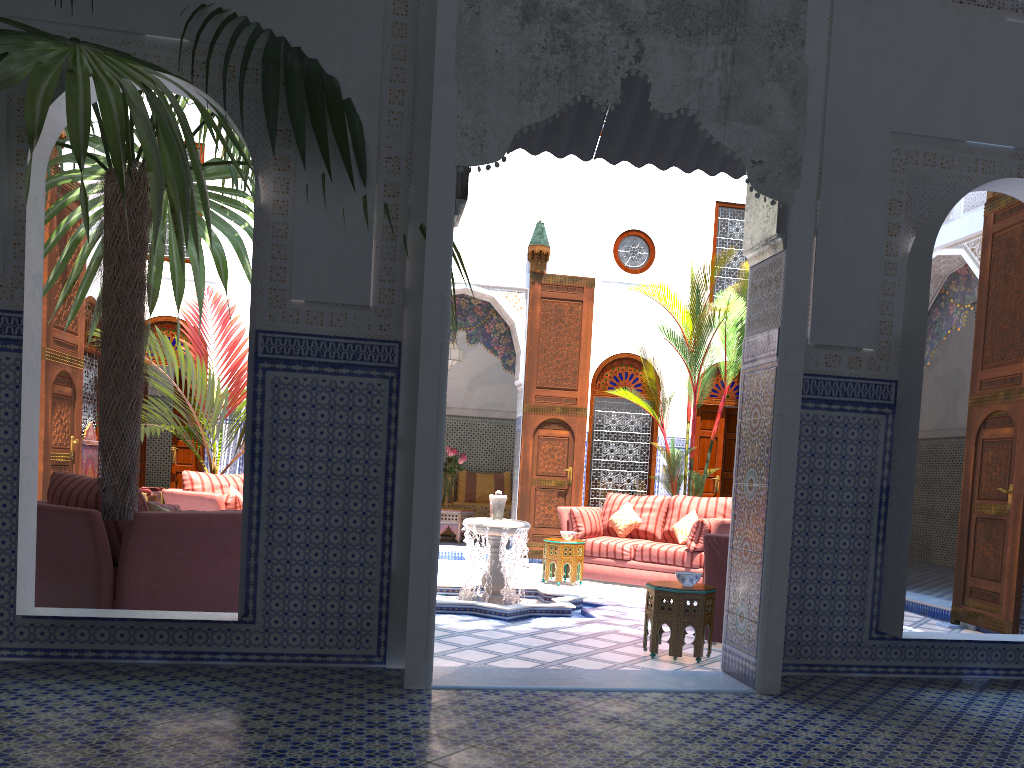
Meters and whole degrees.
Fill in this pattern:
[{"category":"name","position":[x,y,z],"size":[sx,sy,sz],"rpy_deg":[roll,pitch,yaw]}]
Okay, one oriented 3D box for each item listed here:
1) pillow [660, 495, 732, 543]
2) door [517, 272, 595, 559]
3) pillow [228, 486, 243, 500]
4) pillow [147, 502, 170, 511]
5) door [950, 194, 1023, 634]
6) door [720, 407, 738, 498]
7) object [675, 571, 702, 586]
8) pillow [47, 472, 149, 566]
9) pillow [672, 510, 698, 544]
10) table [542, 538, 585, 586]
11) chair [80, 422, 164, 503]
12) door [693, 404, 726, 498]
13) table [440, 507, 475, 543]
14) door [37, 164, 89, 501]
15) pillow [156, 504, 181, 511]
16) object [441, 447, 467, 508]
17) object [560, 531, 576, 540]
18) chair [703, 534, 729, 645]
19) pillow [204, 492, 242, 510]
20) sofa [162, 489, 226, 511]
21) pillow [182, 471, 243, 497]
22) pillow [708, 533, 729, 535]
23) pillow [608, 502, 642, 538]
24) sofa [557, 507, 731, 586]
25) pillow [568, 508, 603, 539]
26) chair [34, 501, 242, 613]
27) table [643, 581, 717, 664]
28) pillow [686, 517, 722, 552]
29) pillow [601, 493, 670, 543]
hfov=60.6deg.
[{"category":"pillow","position":[1.421,1.049,6.665],"size":[0.557,0.404,0.306],"rpy_deg":[1,-1,32]},{"category":"door","position":[0.369,0.317,7.685],"size":[0.584,2.534,0.122],"rpy_deg":[3,3,-9]},{"category":"pillow","position":[-1.868,0.832,5.976],"size":[0.133,0.275,0.303],"rpy_deg":[3,-2,-8]},{"category":"pillow","position":[-1.533,0.630,3.828],"size":[0.262,0.235,0.165],"rpy_deg":[4,-1,-32]},{"category":"door","position":[2.768,0.164,4.962],"size":[0.124,2.534,0.578],"rpy_deg":[3,3,-4]},{"category":"door","position":[2.048,0.955,8.155],"size":[0.285,1.474,0.024],"rpy_deg":[4,3,20]},{"category":"object","position":[0.779,0.864,3.874],"size":[0.118,0.057,0.118],"rpy_deg":[3,-4,3]},{"category":"pillow","position":[-1.713,0.568,3.657],"size":[0.579,0.381,0.302],"rpy_deg":[1,-2,36]},{"category":"pillow","position":[1.297,1.058,6.487],"size":[0.148,0.260,0.279],"rpy_deg":[3,-2,-10]},{"category":"table","position":[0.374,1.298,6.401],"size":[0.287,0.326,0.290],"rpy_deg":[2,-1,36]},{"category":"chair","position":[-2.829,0.833,6.348],"size":[0.504,1.088,0.482],"rpy_deg":[3,2,-9]},{"category":"door","position":[1.771,0.927,8.035],"size":[0.286,1.474,0.122],"rpy_deg":[3,3,-9]},{"category":"table","position":[-0.649,1.390,8.666],"size":[0.538,0.325,0.538],"rpy_deg":[4,-4,-9]},{"category":"door","position":[-2.920,-0.075,5.676],"size":[0.124,2.534,0.578],"rpy_deg":[3,3,-4]},{"category":"pillow","position":[-1.703,0.673,4.062],"size":[0.186,0.244,0.398],"rpy_deg":[3,-3,37]},{"category":"object","position":[-0.645,0.916,8.605],"size":[0.446,0.600,0.334],"rpy_deg":[3,1,17]},{"category":"object","position":[0.410,1.109,6.405],"size":[0.118,0.057,0.118],"rpy_deg":[3,-4,3]},{"category":"chair","position":[1.408,1.019,4.303],"size":[0.723,0.544,0.816],"rpy_deg":[1,-4,36]},{"category":"pillow","position":[-1.905,0.845,5.772],"size":[0.378,0.254,0.188],"rpy_deg":[1,-2,37]},{"category":"sofa","position":[-1.777,1.052,6.296],"size":[0.729,0.543,1.369],"rpy_deg":[1,-5,36]},{"category":"pillow","position":[-2.048,0.814,6.154],"size":[0.289,0.393,0.584],"rpy_deg":[3,-3,36]},{"category":"pillow","position":[1.131,0.846,4.219],"size":[0.394,0.244,0.188],"rpy_deg":[1,-2,36]},{"category":"pillow","position":[0.877,1.057,6.820],"size":[0.131,0.279,0.300],"rpy_deg":[2,0,-44]},{"category":"sofa","position":[1.088,1.255,6.722],"size":[1.356,0.544,0.736],"rpy_deg":[0,-4,36]},{"category":"pillow","position":[0.581,1.095,6.849],"size":[0.186,0.254,0.381],"rpy_deg":[3,-3,37]},{"category":"chair","position":[-1.636,0.796,3.786],"size":[0.809,0.544,0.730],"rpy_deg":[1,-4,36]},{"category":"table","position":[0.743,1.056,3.906],"size":[0.289,0.326,0.288],"rpy_deg":[3,-1,-9]},{"category":"pillow","position":[1.394,1.076,6.274],"size":[0.186,0.244,0.398],"rpy_deg":[3,-3,37]},{"category":"pillow","position":[0.968,1.066,6.990],"size":[0.579,0.381,0.302],"rpy_deg":[1,-2,36]}]
